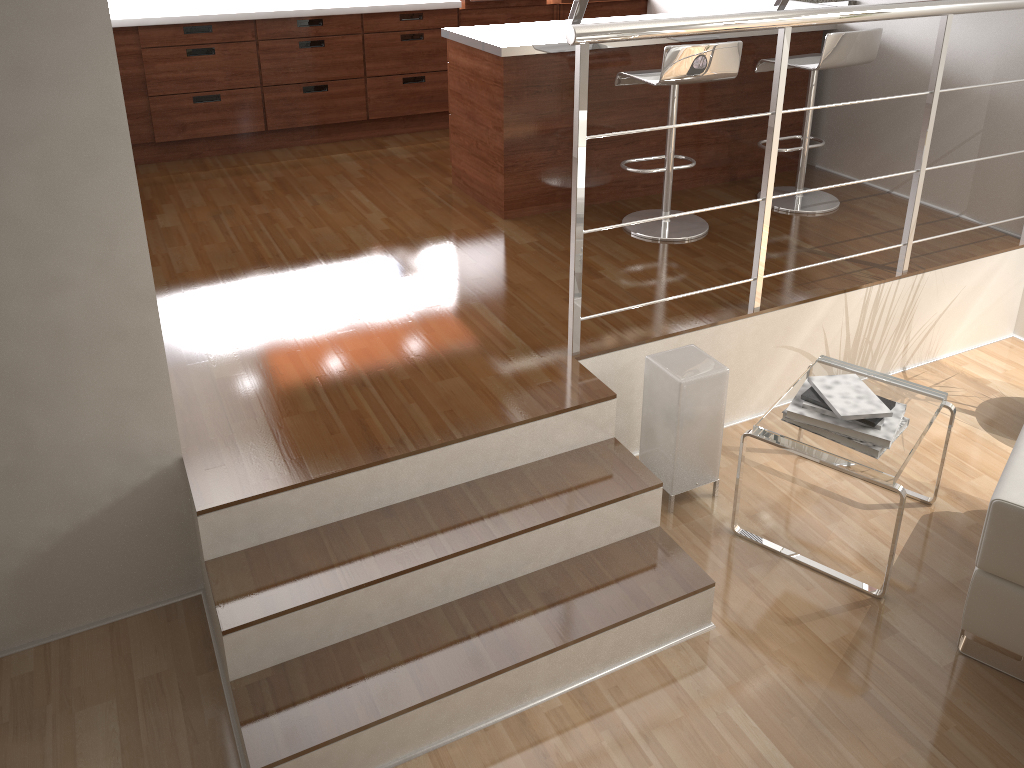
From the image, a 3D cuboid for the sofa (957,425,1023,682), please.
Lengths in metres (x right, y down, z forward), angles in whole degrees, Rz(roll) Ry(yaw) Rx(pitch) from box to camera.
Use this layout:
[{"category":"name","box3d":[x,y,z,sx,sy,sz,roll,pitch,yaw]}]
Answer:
[{"category":"sofa","box3d":[2.046,0.536,1.860,1.825,0.698,0.940,21,34,34]}]

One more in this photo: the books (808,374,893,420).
[{"category":"books","box3d":[0.974,0.035,2.534,0.152,0.014,0.230,-3,29,-6]}]

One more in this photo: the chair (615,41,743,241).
[{"category":"chair","box3d":[0.698,-1.079,3.803,0.392,0.799,0.447,-9,26,-20]}]

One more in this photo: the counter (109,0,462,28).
[{"category":"counter","box3d":[-1.401,-2.237,5.206,2.128,0.038,0.714,-14,32,-24]}]

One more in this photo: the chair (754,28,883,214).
[{"category":"chair","box3d":[1.410,-1.262,4.133,0.393,0.799,0.444,-14,28,-28]}]

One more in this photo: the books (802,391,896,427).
[{"category":"books","box3d":[0.974,0.048,2.539,0.223,0.014,0.156,25,37,37]}]

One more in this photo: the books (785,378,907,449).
[{"category":"books","box3d":[0.974,0.078,2.552,0.293,0.025,0.237,18,33,29]}]

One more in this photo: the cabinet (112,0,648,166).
[{"category":"cabinet","box3d":[-0.775,-2.066,5.636,3.546,0.754,0.713,-14,29,-24]}]

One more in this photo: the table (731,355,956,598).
[{"category":"table","box3d":[1.030,0.249,2.711,0.475,0.377,0.571,19,33,34]}]

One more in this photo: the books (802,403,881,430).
[{"category":"books","box3d":[0.974,0.060,2.544,0.220,0.014,0.158,18,33,29]}]

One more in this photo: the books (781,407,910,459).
[{"category":"books","box3d":[0.974,0.102,2.562,0.296,0.025,0.234,25,37,37]}]

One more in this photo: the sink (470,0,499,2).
[{"category":"sink","box3d":[-0.150,-2.524,5.820,0.607,0.189,0.630,-13,31,-23]}]

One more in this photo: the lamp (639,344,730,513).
[{"category":"lamp","box3d":[0.551,0.140,2.831,0.194,0.453,0.208,-11,26,-24]}]

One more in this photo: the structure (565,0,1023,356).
[{"category":"structure","box3d":[1.202,-0.817,3.132,2.352,0.992,0.060,-14,26,-24]}]

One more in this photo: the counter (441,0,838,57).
[{"category":"counter","box3d":[0.778,-1.902,4.346,2.128,0.301,0.880,-14,31,-24]}]

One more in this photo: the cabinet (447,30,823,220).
[{"category":"cabinet","box3d":[0.647,-1.444,4.556,1.870,0.708,0.664,-14,29,-24]}]
